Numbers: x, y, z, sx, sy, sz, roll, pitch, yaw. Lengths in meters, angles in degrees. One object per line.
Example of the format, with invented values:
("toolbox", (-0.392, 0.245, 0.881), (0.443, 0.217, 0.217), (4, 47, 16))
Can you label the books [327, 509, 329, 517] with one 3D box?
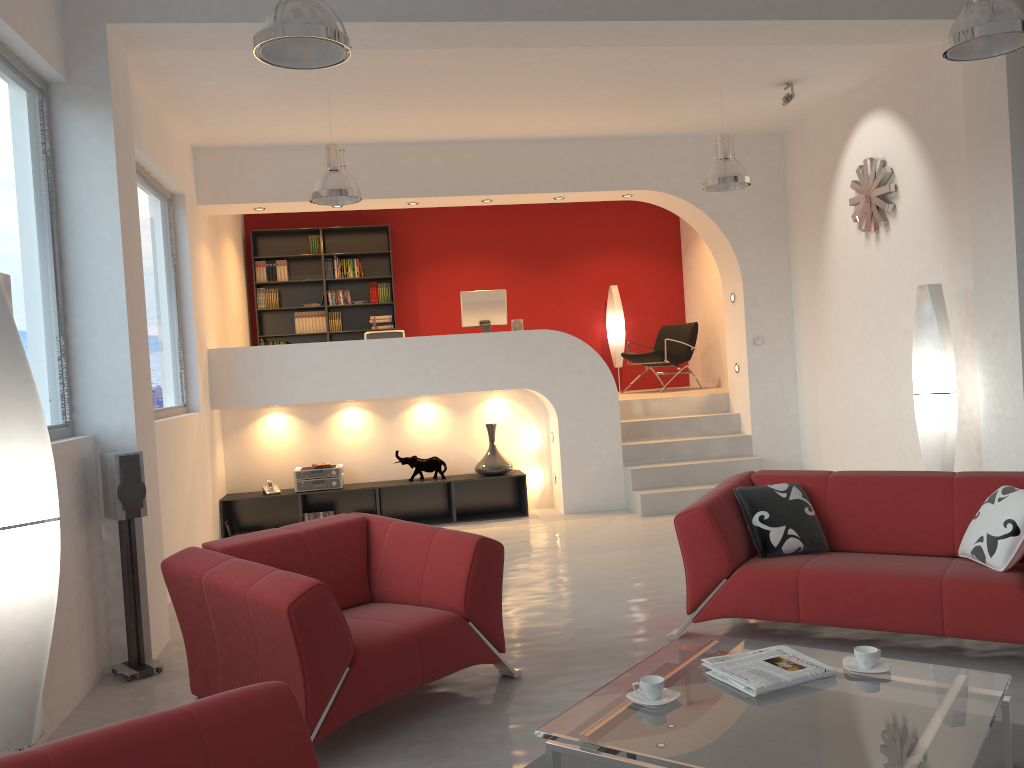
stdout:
("books", (-1.678, 1.253, 8.143), (0.031, 0.190, 0.135), (-4, 1, -9))

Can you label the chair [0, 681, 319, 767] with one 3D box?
("chair", (-0.500, 1.048, 1.589), (1.288, 0.738, 0.951), (-3, 2, 41))

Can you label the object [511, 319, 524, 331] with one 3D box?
("object", (0.049, -0.574, 8.939), (0.133, 0.147, 0.151), (-4, 1, -25))

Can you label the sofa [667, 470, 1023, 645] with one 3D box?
("sofa", (1.795, 0.846, 4.282), (1.929, 0.738, 0.951), (-3, 1, 31))

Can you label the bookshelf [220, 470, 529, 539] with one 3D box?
("bookshelf", (-1.249, 1.133, 8.281), (2.764, 0.397, 0.405), (-4, 1, -9))

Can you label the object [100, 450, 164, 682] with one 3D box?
("object", (-1.912, 0.895, 4.433), (0.214, 1.112, 0.229), (-5, 2, -44))

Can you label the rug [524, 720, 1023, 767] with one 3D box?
("rug", (0.885, 1.299, 2.839), (1.700, 0.025, 1.700), (-3, 1, 36))

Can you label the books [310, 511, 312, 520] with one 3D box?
("books", (-1.826, 1.263, 8.120), (0.031, 0.190, 0.135), (-4, 1, -9))

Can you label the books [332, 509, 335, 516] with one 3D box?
("books", (-1.634, 1.250, 8.150), (0.031, 0.190, 0.135), (-4, 1, -9))

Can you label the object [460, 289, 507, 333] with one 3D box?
("object", (-0.278, -0.703, 8.837), (0.458, 0.452, 0.230), (-4, 1, -9))

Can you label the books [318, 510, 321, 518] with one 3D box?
("books", (-1.752, 1.258, 8.132), (0.031, 0.190, 0.135), (-4, 1, -9))

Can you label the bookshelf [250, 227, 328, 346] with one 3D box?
("bookshelf", (-2.636, -0.738, 10.683), (0.816, 2.213, 0.305), (-4, 1, -9))

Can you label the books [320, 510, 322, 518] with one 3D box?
("books", (-1.737, 1.257, 8.134), (0.031, 0.190, 0.135), (-4, 1, -9))

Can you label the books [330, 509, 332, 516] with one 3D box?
("books", (-1.648, 1.251, 8.148), (0.031, 0.190, 0.135), (-4, 1, -9))

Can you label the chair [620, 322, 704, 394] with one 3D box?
("chair", (1.760, -0.310, 10.533), (0.768, 0.795, 0.664), (-4, 1, -34))

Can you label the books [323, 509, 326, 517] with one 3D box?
("books", (-1.708, 1.255, 8.139), (0.031, 0.190, 0.135), (-4, 1, -9))

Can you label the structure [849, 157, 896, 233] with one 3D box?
("structure", (2.874, -1.513, 7.118), (0.090, 0.596, 0.596), (-4, 1, -9))

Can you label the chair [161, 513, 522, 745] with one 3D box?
("chair", (-0.722, 1.017, 3.840), (0.951, 0.738, 1.288), (-3, 2, 41))

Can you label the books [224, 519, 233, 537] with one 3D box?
("books", (-2.552, 1.318, 8.009), (0.063, 0.187, 0.135), (-4, 1, -9))

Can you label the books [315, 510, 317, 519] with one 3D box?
("books", (-1.782, 1.260, 8.127), (0.031, 0.190, 0.135), (-4, 1, -9))

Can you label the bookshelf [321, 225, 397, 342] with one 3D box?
("bookshelf", (-1.831, -0.793, 10.807), (0.816, 2.213, 0.305), (-4, 1, -9))

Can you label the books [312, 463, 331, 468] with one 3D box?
("books", (-1.758, 0.749, 8.181), (0.135, 0.015, 0.190), (-4, 1, -24))

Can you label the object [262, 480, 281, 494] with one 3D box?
("object", (-2.187, 0.930, 8.052), (0.130, 0.117, 0.146), (-4, 1, -33))

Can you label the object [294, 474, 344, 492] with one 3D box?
("object", (-1.779, 0.910, 8.194), (0.430, 0.100, 0.365), (-4, 1, -9))

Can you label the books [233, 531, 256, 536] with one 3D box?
("books", (-2.437, 1.362, 8.078), (0.190, 0.015, 0.135), (-4, 1, -9))

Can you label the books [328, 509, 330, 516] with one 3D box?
("books", (-1.663, 1.252, 8.145), (0.031, 0.190, 0.135), (-4, 1, -9))

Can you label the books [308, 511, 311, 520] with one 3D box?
("books", (-1.841, 1.264, 8.118), (0.031, 0.190, 0.135), (-4, 1, -9))

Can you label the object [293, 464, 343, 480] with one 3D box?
("object", (-1.786, 0.812, 8.200), (0.430, 0.077, 0.349), (-4, 1, -9))

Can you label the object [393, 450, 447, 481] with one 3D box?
("object", (-0.866, 0.759, 8.362), (0.507, 0.296, 0.191), (-4, 1, 7))

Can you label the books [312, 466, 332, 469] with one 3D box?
("books", (-1.752, 0.764, 8.172), (0.135, 0.015, 0.190), (-4, 1, -29))

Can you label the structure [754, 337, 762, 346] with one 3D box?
("structure", (2.384, -0.413, 8.580), (0.080, 0.080, 0.016), (-4, 1, -9))

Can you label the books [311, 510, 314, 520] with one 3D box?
("books", (-1.811, 1.262, 8.123), (0.031, 0.190, 0.135), (-4, 1, -9))

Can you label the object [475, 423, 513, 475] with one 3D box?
("object", (-0.183, 0.620, 8.442), (0.369, 0.481, 0.369), (-5, 2, -44))

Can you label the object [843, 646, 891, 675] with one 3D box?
("object", (1.221, 0.949, 3.057), (0.153, 0.069, 0.153), (-3, 1, 18))

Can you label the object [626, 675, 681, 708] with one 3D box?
("object", (0.462, 1.001, 2.903), (0.153, 0.069, 0.153), (-5, 2, -42))

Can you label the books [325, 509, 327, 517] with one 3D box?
("books", (-1.693, 1.254, 8.141), (0.031, 0.190, 0.135), (-4, 1, -9))

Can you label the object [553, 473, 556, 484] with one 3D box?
("object", (0.414, 0.916, 8.617), (0.011, 0.105, 0.105), (-4, 1, -9))

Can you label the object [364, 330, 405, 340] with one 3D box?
("object", (-1.258, -0.413, 8.769), (0.397, 0.217, 0.458), (-4, 1, -9))

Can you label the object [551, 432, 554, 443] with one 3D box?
("object", (0.388, 0.517, 8.609), (0.011, 0.105, 0.105), (-4, 1, -9))

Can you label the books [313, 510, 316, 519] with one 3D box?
("books", (-1.796, 1.261, 8.125), (0.031, 0.190, 0.135), (-4, 1, -9))

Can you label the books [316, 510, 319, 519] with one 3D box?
("books", (-1.767, 1.259, 8.129), (0.031, 0.190, 0.135), (-4, 1, -9))
